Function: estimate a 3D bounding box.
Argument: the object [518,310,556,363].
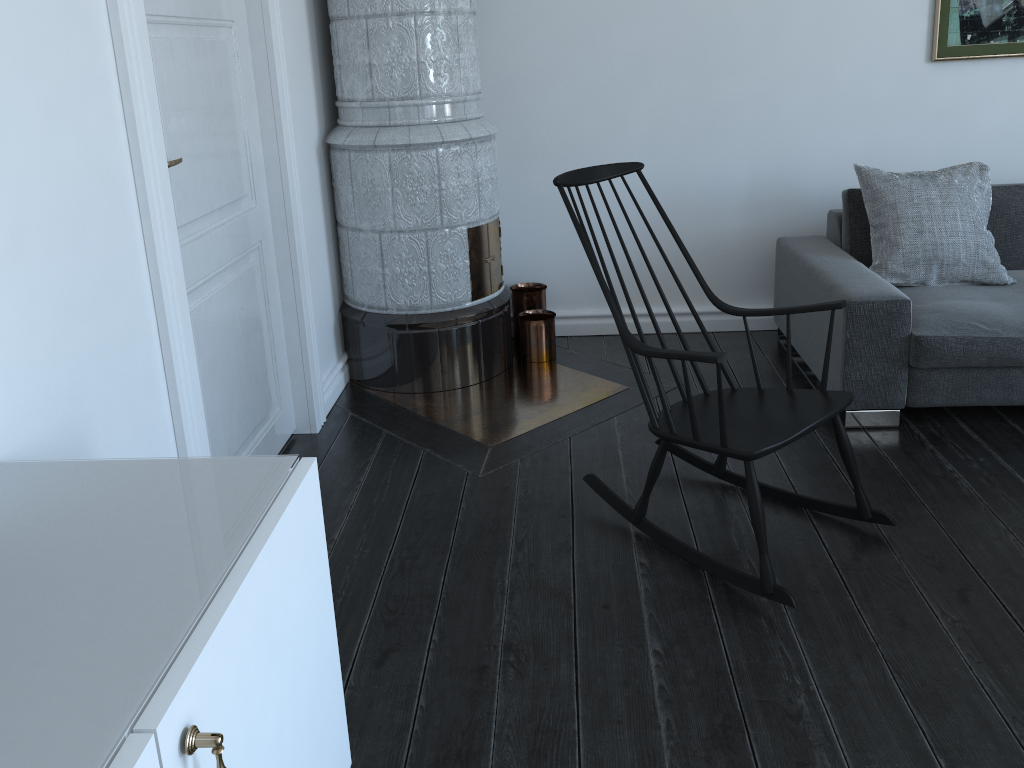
[{"bbox_3d":[0.117,-0.216,3.974,0.174,0.193,0.177,-5,18,-6],"label":"object"}]

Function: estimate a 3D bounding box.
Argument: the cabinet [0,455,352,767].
[{"bbox_3d":[-0.587,0.689,0.979,0.589,0.712,1.242,-2,20,4],"label":"cabinet"}]

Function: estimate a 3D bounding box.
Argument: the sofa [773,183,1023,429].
[{"bbox_3d":[2.347,-0.388,3.422,2.371,0.701,1.122,-2,19,4],"label":"sofa"}]

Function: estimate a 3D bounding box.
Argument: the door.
[{"bbox_3d":[-0.870,-0.798,2.551,0.116,2.400,1.207,-2,16,4],"label":"door"}]

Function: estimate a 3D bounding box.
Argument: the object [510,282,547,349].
[{"bbox_3d":[0.083,-0.319,4.140,0.173,0.272,0.181,-2,17,4],"label":"object"}]

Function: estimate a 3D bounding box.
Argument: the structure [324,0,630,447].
[{"bbox_3d":[-0.279,-1.391,3.457,0.791,2.803,1.289,-16,21,-39],"label":"structure"}]

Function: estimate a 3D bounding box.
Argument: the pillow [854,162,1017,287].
[{"bbox_3d":[2.407,-0.651,3.461,2.054,0.478,0.494,0,18,8],"label":"pillow"}]

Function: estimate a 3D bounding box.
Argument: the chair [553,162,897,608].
[{"bbox_3d":[0.547,-0.081,2.482,0.622,0.974,0.920,-17,23,-39],"label":"chair"}]
